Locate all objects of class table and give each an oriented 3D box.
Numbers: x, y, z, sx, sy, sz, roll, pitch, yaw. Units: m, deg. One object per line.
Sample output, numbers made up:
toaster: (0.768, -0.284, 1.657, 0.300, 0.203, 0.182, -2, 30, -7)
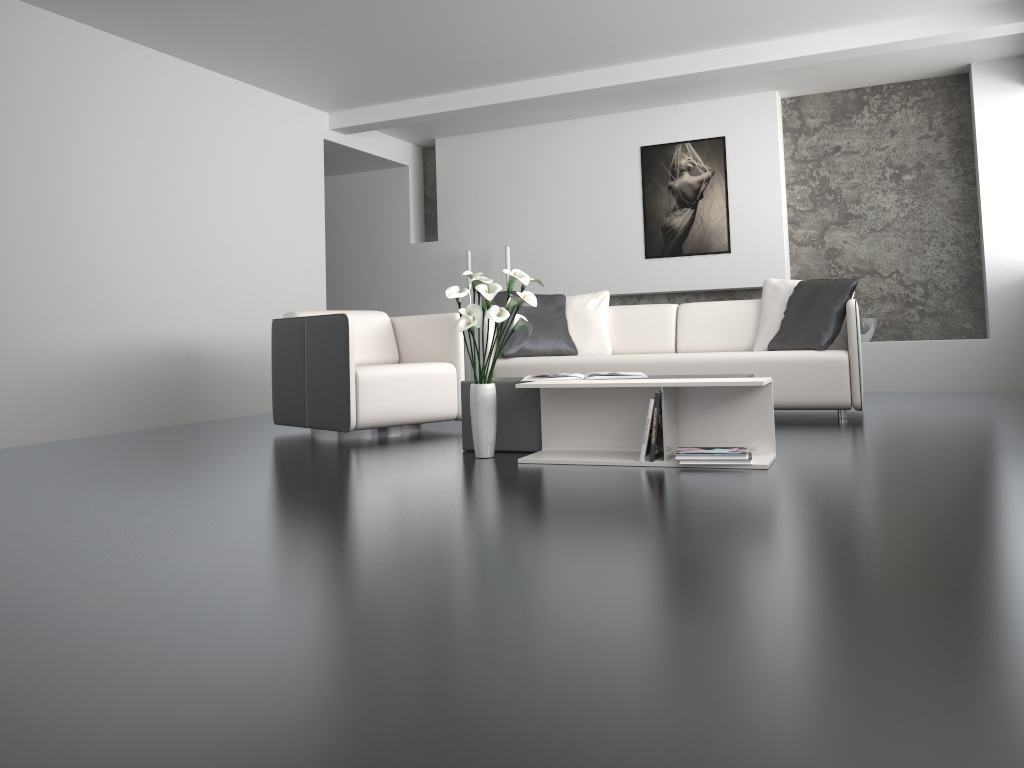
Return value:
table: (0.523, 0.145, 3.494, 0.967, 0.316, 0.298, -1, 0, 22)
table: (0.409, 0.129, 3.883, 1.255, 0.316, 0.298, -1, 0, 22)

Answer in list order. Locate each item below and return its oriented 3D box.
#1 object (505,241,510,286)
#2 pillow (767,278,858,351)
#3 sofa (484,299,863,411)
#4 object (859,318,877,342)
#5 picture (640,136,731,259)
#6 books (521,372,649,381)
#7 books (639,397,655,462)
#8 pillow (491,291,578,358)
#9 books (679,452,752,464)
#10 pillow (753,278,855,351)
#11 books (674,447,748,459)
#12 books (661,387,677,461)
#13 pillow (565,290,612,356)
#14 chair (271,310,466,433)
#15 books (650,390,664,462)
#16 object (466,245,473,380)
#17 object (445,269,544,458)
object: (-0.022, -0.598, 7.927, 0.179, 1.405, 0.179, -4, -4, 24)
pillow: (1.778, -0.408, 5.153, 0.333, 0.439, 0.549, -1, 0, -20)
sofa: (1.021, -0.194, 5.608, 2.235, 0.665, 0.918, -1, 1, 22)
object: (2.828, -0.432, 7.095, 0.215, 0.191, 0.215, -2, 0, 19)
picture: (1.494, -1.606, 7.623, 0.744, 1.011, 0.004, -3, -4, 24)
books: (0.322, -0.036, 3.929, 0.548, 0.017, 0.358, -2, 3, 4)
books: (0.553, 0.169, 3.443, 0.069, 0.239, 0.227, -3, -1, 23)
pillow: (0.149, -0.398, 5.793, 0.566, 0.452, 0.276, -2, -2, -21)
books: (0.769, 0.279, 3.318, 0.263, 0.017, 0.213, -1, 3, 14)
pillow: (1.798, -0.418, 5.428, 0.586, 0.511, 0.298, -2, -2, 28)
books: (0.758, 0.261, 3.342, 0.263, 0.017, 0.227, -1, 3, 14)
books: (0.615, 0.145, 3.442, 0.007, 0.285, 0.204, -3, -2, 22)
pillow: (0.397, -0.383, 5.978, 0.584, 0.503, 0.322, -2, -2, 14)
chair: (-0.848, -0.108, 5.079, 0.768, 0.665, 0.916, -2, 0, -41)
books: (0.582, 0.156, 3.435, 0.050, 0.265, 0.233, -3, -2, 23)
object: (-0.387, -0.600, 8.204, 0.179, 1.405, 0.179, -4, -4, 24)
object: (-0.061, -0.088, 3.686, 0.377, 0.802, 0.444, -2, -2, 8)
